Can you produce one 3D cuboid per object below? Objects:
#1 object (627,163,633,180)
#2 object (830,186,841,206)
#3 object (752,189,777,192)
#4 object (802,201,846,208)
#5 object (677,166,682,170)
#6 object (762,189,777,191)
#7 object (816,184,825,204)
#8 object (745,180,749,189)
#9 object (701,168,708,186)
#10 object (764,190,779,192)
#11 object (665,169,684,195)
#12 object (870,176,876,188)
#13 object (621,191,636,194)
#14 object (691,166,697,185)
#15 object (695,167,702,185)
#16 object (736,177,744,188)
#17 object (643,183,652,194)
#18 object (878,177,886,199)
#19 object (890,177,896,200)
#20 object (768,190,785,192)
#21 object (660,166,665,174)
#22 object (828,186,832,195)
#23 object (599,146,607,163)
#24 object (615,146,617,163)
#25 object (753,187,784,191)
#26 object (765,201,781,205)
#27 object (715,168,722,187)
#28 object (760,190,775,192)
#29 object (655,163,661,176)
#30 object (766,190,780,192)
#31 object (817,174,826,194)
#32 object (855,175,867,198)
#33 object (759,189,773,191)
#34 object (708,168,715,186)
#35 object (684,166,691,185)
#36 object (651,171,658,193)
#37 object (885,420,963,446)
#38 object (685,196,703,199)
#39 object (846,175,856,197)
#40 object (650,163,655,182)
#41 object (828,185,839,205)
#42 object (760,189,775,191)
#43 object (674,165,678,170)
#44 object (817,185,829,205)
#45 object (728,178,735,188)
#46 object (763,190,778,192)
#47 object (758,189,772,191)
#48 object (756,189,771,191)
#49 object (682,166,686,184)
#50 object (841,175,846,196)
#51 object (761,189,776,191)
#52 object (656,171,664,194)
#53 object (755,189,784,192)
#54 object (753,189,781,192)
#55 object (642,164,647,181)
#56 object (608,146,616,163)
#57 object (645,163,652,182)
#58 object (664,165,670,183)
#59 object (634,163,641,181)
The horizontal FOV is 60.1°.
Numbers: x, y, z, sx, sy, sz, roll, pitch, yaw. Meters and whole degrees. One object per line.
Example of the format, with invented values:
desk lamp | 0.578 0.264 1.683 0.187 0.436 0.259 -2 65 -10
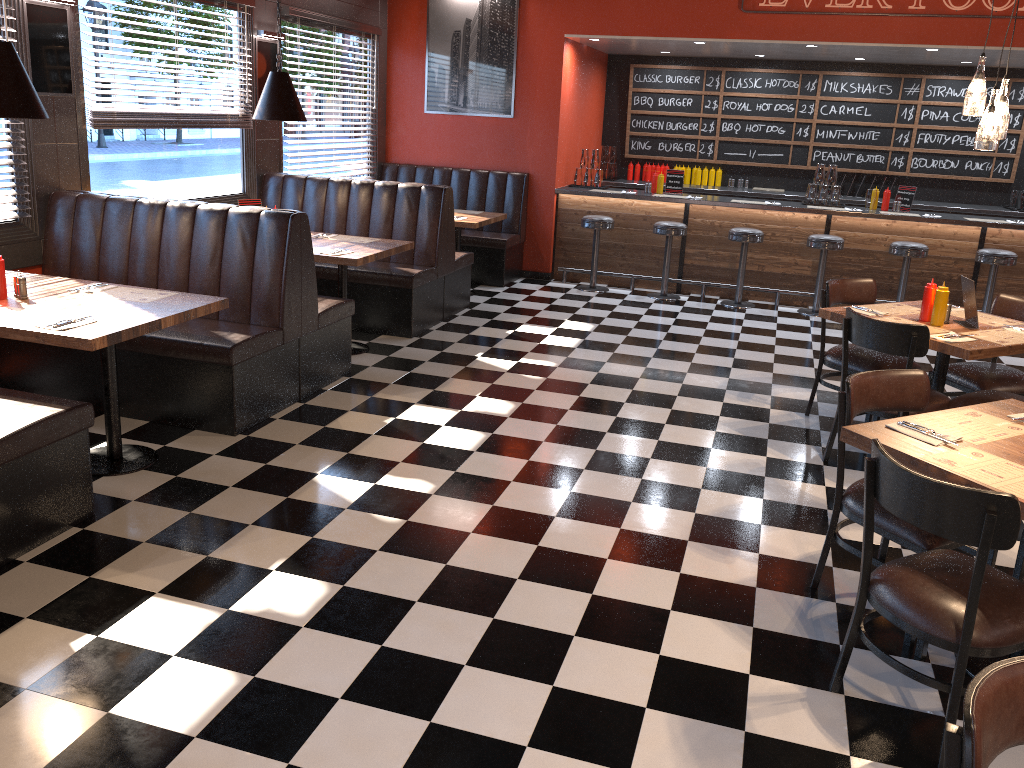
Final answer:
object | 1.526 -2.748 11.421 0.068 0.235 0.068 1 15 -6
object | 3.336 -1.932 9.124 0.105 0.206 0.106 -5 17 -28
object | 3.173 -2.397 10.958 0.366 0.001 0.263 10 18 21
object | 3.249 -1.872 9.240 0.437 0.018 0.275 8 18 16
object | 2.111 -2.649 11.199 0.068 0.235 0.068 1 15 -7
object | 3.174 -2.408 10.955 0.366 0.001 0.264 8 18 15
object | 3.246 -1.981 9.268 0.105 0.206 0.106 -5 17 -28
object | 2.923 -2.499 11.030 0.047 0.134 0.094 6 16 11
object | 2.437 -2.626 11.184 0.068 0.235 0.068 7 15 14
object | 3.173 -2.399 10.957 0.366 0.001 0.264 8 18 15
object | 1.768 -2.196 9.631 0.188 0.254 0.073 5 15 6
object | 4.302 -2.362 10.618 0.072 0.254 0.190 9 17 20
object | 1.250 -2.058 9.493 0.157 0.019 0.258 7 17 11
object | 2.318 -2.652 11.247 0.068 0.235 0.068 1 15 -7
object | 2.350 -2.628 11.174 0.068 0.235 0.068 1 15 -7
object | 2.862 -2.520 11.088 0.094 0.134 0.047 -5 17 -28
object | 1.468 -2.124 9.551 0.047 0.134 0.094 -9 19 -37
object | 4.410 -2.346 10.586 0.074 0.255 0.191 8 16 18
object | 4.516 -2.332 10.557 0.072 0.254 0.190 9 17 20
object | 3.173 -2.402 10.956 0.366 0.001 0.263 9 18 19
object | 1.930 -2.712 11.372 0.068 0.235 0.068 8 16 17
object | 3.874 -2.422 10.739 0.072 0.254 0.190 6 16 11
object | 1.162 -2.924 11.269 0.105 0.206 0.106 3 15 1
object | 1.296 -2.943 11.355 0.105 0.206 0.106 3 15 1
object | 3.174 -2.409 10.954 0.366 0.001 0.263 8 18 17
object | 2.687 -1.866 9.122 0.157 0.019 0.258 7 17 11
object | 2.603 -2.606 11.147 0.068 0.235 0.068 8 16 18
object | 3.173 -2.395 10.958 0.366 0.001 0.263 8 18 17
object | 1.857 -2.695 11.305 0.068 0.235 0.068 8 16 18
object | 3.173 -2.400 10.957 0.366 0.001 0.263 9 18 18
object | 3.766 -2.437 10.768 0.073 0.257 0.194 8 16 18
object | 4.195 -2.377 10.648 0.072 0.254 0.190 10 17 25
object | 3.174 -2.406 10.955 0.366 0.001 0.264 8 18 16
object | 2.521 -2.617 11.169 0.068 0.235 0.068 8 16 17
object | 2.228 -2.651 11.225 0.068 0.235 0.068 7 15 14
object | 1.551 -2.198 9.633 0.068 0.235 0.068 8 16 17
object | 1.430 0.167 3.035 0.158 0.019 0.257 -6 19 -28
object | 1.916 -1.968 9.318 0.158 0.019 0.257 10 18 21
object | 4.087 -2.392 10.679 0.070 0.255 0.191 8 16 19
object | 1.810 -2.722 11.384 0.068 0.235 0.068 8 16 18
object | 3.360 -1.965 9.236 0.105 0.206 0.106 -5 17 -28
object | 3.174 -2.407 10.955 0.366 0.001 0.263 8 18 17
object | 2.087 -2.677 11.285 0.068 0.235 0.068 1 15 -6
object | 3.222 -1.951 9.164 0.105 0.206 0.106 -5 17 -28
object | 2.753 -2.534 11.112 0.047 0.134 0.094 -9 19 -37
object | 3.173 -2.398 10.957 0.366 0.001 0.263 9 18 18
object | 3.173 -2.405 10.956 0.366 0.001 0.263 9 18 18
object | 3.173 -2.404 10.956 0.366 0.001 0.264 8 18 15
object | 2.175 -2.669 11.276 0.068 0.235 0.068 8 16 18
object | 3.981 -2.407 10.709 0.072 0.254 0.190 9 17 20
object | 3.174 -2.407 10.955 0.366 0.001 0.263 8 18 16
object | 1.600 -2.169 9.547 0.068 0.235 0.068 8 16 17
object | 3.173 -2.403 10.956 0.366 0.001 0.264 7 17 13
object | 3.173 -2.401 10.957 0.366 0.001 0.263 9 18 17
object | 1.719 -2.736 11.413 0.068 0.235 0.068 8 16 18
object | 1.270 -2.911 11.244 0.105 0.206 0.106 3 15 1
object | 1.744 -2.706 11.321 0.068 0.235 0.068 1 15 -6
object | 1.967 -2.685 11.291 0.068 0.235 0.068 8 16 18
object | 1.615 -2.738 11.401 0.068 0.235 0.068 13 18 32
